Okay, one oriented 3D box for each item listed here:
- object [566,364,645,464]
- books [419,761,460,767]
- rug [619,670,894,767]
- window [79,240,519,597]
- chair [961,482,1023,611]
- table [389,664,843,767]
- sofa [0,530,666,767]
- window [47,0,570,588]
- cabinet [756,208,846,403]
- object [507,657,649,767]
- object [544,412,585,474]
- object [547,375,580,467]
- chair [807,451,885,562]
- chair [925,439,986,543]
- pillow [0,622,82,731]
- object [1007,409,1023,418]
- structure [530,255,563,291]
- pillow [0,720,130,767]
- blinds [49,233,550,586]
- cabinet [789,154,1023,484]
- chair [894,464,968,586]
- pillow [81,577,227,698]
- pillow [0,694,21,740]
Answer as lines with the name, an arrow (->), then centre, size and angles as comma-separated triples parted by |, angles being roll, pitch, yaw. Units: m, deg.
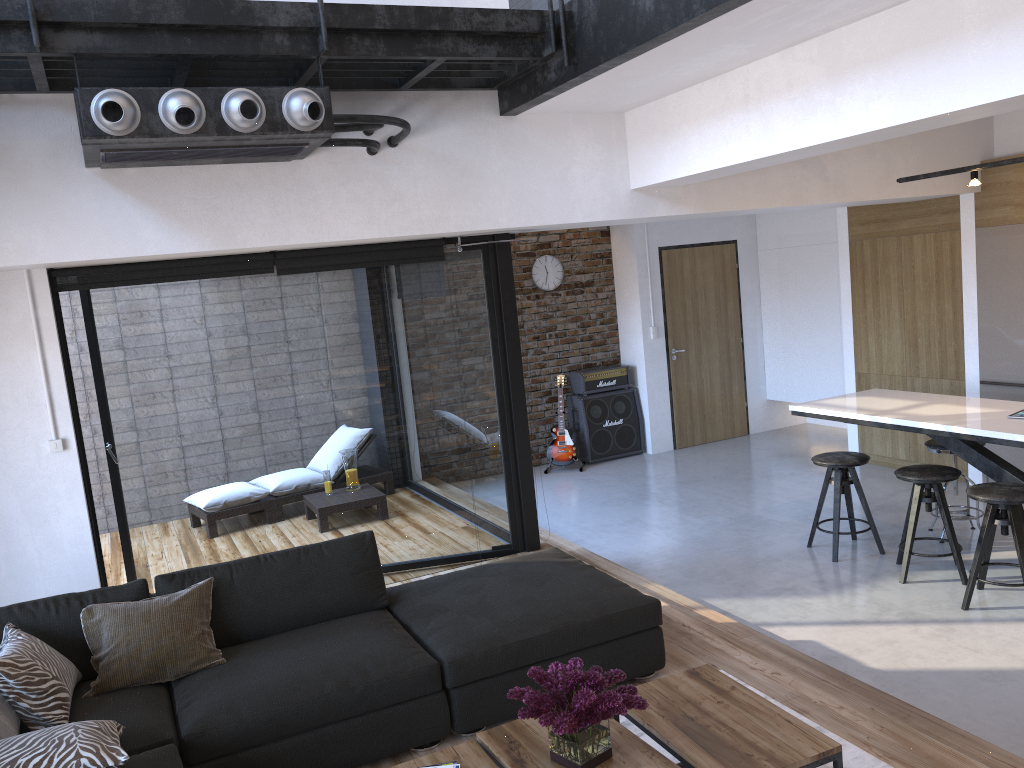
object -> 0.974, 0.298, 9.281 | 0.696, 0.938, 0.358 | -9, 8, -24
books -> -0.287, 1.160, 2.546 | 0.295, 0.013, 0.228 | -6, 7, -3
rug -> 0.298, 1.445, 2.685 | 2.111, 0.003, 1.635 | -9, 8, -24
window -> -1.253, 0.240, 5.506 | 2.448, 2.055, 0.100 | -7, 8, -7
chair -> 2.602, 0.860, 4.678 | 0.366, 0.631, 0.366 | 1, 10, 40
table -> 0.250, 1.278, 2.641 | 1.297, 0.351, 0.696 | -9, 8, -24
sofa -> -0.480, 1.163, 2.755 | 2.996, 0.702, 3.040 | -9, 8, -24
window -> -0.274, -0.966, 1.476 | 5.658, 5.578, 13.383 | -9, 8, -24
cabinet -> 3.089, -0.818, 8.927 | 0.020, 2.121, 1.707 | -9, 8, -24
object -> 0.189, 0.938, 2.602 | 0.374, 0.343, 0.341 | -9, 8, -22
object -> 0.509, 0.573, 8.941 | 0.389, 0.589, 0.330 | -4, 8, 10
object -> 0.513, 0.369, 9.037 | 0.330, 0.875, 0.523 | -4, 8, 10
chair -> 2.145, 0.775, 5.751 | 0.366, 0.631, 0.366 | -7, 8, -9
chair -> 2.913, 0.686, 5.815 | 0.358, 0.637, 0.355 | -3, 8, 20
pillow -> -1.744, 1.050, 3.229 | 0.250, 0.315, 0.531 | -8, 8, -20
object -> 2.956, 0.174, 5.034 | 0.240, 0.013, 0.187 | -11, 9, -39
structure -> 0.359, -1.137, 9.075 | 0.360, 0.361, 0.040 | -9, 8, -24
pillow -> -1.475, 1.190, 2.742 | 0.530, 0.178, 0.355 | -9, 8, -26
blinds -> -0.746, 0.111, 6.024 | 1.829, 2.056, 3.852 | -3, 8, 20
cabinet -> 4.331, -0.299, 3.446 | 2.471, 2.877, 9.105 | -9, 8, -24
chair -> 2.448, 0.812, 5.202 | 0.365, 0.631, 0.364 | -3, 8, 21
pillow -> -1.436, 1.012, 3.530 | 0.546, 0.310, 0.272 | -9, 8, -24
pillow -> -1.856, 1.099, 3.111 | 0.234, 0.294, 0.611 | -9, 8, -23
